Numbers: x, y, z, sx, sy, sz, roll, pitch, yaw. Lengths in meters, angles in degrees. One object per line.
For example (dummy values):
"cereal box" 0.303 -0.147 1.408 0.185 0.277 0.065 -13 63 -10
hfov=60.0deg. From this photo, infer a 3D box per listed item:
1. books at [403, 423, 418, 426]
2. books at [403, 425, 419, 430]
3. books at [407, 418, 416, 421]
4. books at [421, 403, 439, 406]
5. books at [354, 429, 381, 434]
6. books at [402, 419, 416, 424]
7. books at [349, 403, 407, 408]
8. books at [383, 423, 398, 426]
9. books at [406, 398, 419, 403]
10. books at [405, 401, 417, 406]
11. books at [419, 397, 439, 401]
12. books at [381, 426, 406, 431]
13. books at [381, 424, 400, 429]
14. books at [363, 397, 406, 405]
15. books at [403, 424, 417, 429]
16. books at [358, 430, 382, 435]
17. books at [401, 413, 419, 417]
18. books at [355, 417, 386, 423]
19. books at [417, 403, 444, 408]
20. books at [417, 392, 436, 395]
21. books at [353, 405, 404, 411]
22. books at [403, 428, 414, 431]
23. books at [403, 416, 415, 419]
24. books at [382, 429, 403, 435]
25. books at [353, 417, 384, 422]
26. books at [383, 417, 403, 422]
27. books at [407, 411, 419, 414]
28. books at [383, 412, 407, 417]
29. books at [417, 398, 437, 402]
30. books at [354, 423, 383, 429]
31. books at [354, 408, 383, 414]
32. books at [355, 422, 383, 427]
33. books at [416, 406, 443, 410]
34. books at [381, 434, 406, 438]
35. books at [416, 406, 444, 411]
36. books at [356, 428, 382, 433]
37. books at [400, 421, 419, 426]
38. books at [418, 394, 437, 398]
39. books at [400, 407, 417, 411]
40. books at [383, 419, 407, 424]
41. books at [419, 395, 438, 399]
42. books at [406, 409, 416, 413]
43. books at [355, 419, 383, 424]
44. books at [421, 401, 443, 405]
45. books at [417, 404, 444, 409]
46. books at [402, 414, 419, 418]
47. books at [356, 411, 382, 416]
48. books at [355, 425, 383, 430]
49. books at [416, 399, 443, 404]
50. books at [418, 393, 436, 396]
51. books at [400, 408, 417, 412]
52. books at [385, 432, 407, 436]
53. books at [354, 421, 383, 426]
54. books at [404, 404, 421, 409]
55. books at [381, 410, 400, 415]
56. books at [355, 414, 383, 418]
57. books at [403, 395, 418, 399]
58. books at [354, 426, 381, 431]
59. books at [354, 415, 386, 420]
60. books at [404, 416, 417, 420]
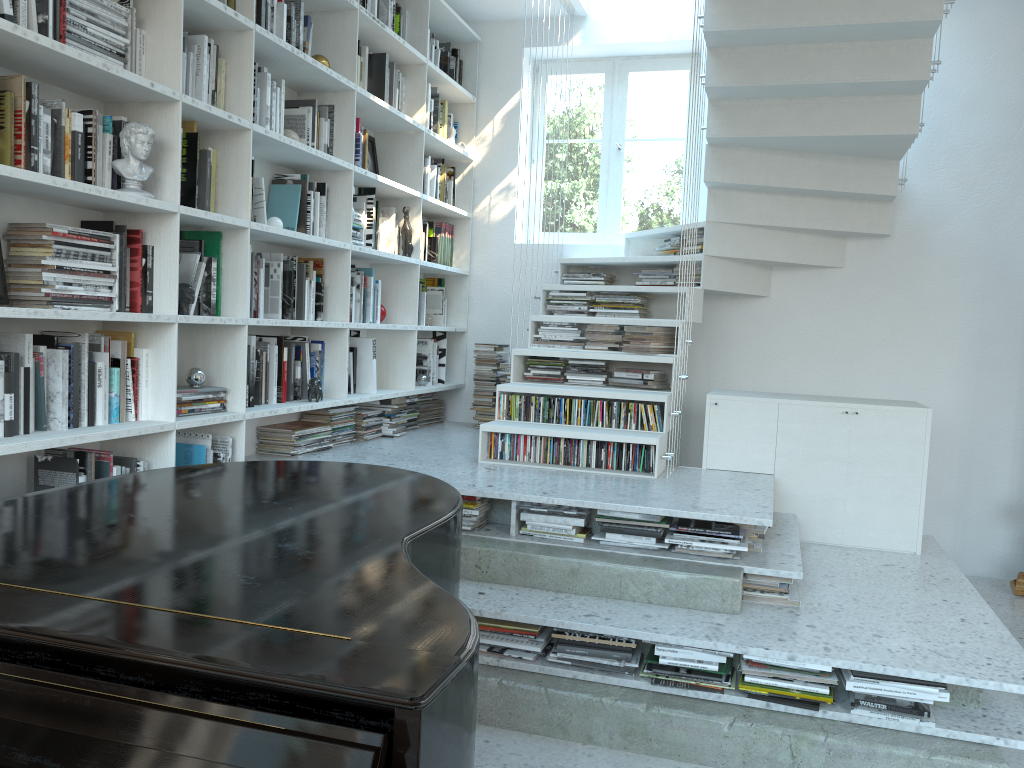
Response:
"books" -0.725 0.239 5.268 0.201 0.009 0.359 4 4 17
"books" -0.715 0.257 5.266 0.202 0.009 0.320 4 4 21
"books" -0.720 0.212 5.265 0.202 0.009 0.320 4 4 14
"books" -0.604 0.121 5.645 0.207 0.008 0.327 4 4 18
"books" -0.835 0.248 4.894 0.207 0.008 0.327 4 4 15
"books" -0.723 0.221 5.266 0.202 0.009 0.320 4 4 15
"books" -0.752 0.114 4.998 0.285 0.012 0.159 3 4 12
"books" -0.754 0.218 5.015 0.209 0.013 0.149 4 4 19
"books" -0.714 0.095 5.259 0.198 0.017 0.354 4 4 18
"books" -0.710 0.112 5.259 0.199 0.018 0.315 3 4 12
"books" -0.598 0.088 5.639 0.159 0.009 0.285 4 4 19
"books" -0.759 0.241 5.004 0.281 0.008 0.167 3 4 12
"books" -0.759 0.231 5.003 0.206 0.012 0.183 4 4 15
"books" -0.755 0.087 4.982 0.266 0.036 0.204 4 4 17
"books" -0.713 0.248 5.265 0.201 0.009 0.359 3 4 11
"books" -0.838 0.255 4.895 0.207 0.008 0.327 4 4 16
"books" -0.716 0.177 5.263 0.198 0.009 0.354 4 4 19
"books" -0.830 0.188 4.888 0.207 0.008 0.327 4 4 18
"books" -0.599 0.129 5.643 0.205 0.007 0.367 4 4 20
"books" -0.604 0.052 5.638 0.159 0.009 0.285 4 4 16
"books" -0.753 0.132 5.001 0.243 0.015 0.164 4 4 19
"books" -0.725 0.266 5.270 0.202 0.009 0.320 4 4 15
"books" -0.717 0.194 5.264 0.198 0.009 0.353 3 4 13
"books" -0.757 0.257 5.016 0.244 0.025 0.160 4 4 15
"books" -0.833 0.180 4.888 0.205 0.007 0.367 4 4 15
"books" -0.754 0.190 5.011 0.235 0.014 0.165 4 4 16
"books" -0.711 0.168 5.261 0.199 0.009 0.315 4 4 21
"books" -0.754 0.164 5.005 0.282 0.010 0.169 4 4 15
"books" -0.599 0.097 5.640 0.161 0.009 0.254 4 4 19
"books" -0.835 0.218 4.891 0.205 0.007 0.367 4 4 17
"books" -0.828 0.141 4.884 0.205 0.007 0.367 4 4 18
"books" -0.834 0.210 4.891 0.207 0.008 0.327 4 4 17
"books" -0.600 0.144 5.644 0.207 0.008 0.327 4 4 22
"books" -0.759 0.284 5.014 0.278 0.012 0.158 4 4 19
"books" -0.606 0.151 5.647 0.205 0.007 0.367 4 4 24
"books" -0.830 0.241 4.891 0.205 0.007 0.367 3 4 13
"books" -0.718 0.230 5.265 0.201 0.009 0.359 4 4 19
"books" -0.605 0.070 5.640 0.159 0.009 0.285 4 4 16
"books" -0.717 0.142 5.261 0.198 0.009 0.353 4 4 14
"books" -0.755 0.201 5.008 0.292 0.008 0.158 4 4 19
"books" -0.596 0.079 5.638 0.161 0.009 0.254 4 4 20
"books" -0.715 0.159 5.262 0.199 0.009 0.315 3 4 13
"books" -0.828 0.196 4.888 0.207 0.008 0.327 3 4 13
"books" -0.606 0.113 5.645 0.207 0.008 0.327 4 4 25
"books" -0.597 0.136 5.643 0.207 0.008 0.327 4 4 21
"books" -0.714 0.186 5.263 0.199 0.009 0.315 4 4 20
"books" -0.820 0.149 4.882 0.205 0.007 0.367 3 4 11
"books" -0.832 0.225 4.891 0.207 0.008 0.327 4 4 14
"books" -0.595 0.106 5.641 0.207 0.008 0.327 4 4 21
"books" -0.602 0.061 5.638 0.161 0.009 0.254 4 4 15
"books" -0.715 0.151 5.261 0.198 0.009 0.353 3 4 13
"books" -0.755 0.273 5.023 0.291 0.008 0.131 3 4 12
"books" -0.828 0.203 4.888 0.205 0.007 0.367 4 4 19
"books" -0.708 0.130 5.260 0.198 0.017 0.354 4 4 21
"books" -0.755 0.149 4.996 0.196 0.019 0.173 4 4 21
"books" -0.829 0.164 4.886 0.207 0.008 0.327 4 4 18
"books" -0.720 0.077 5.260 0.198 0.017 0.354 4 4 16
"books" -0.832 0.233 4.892 0.207 0.008 0.327 4 4 18
"books" -0.821 0.173 4.885 0.207 0.008 0.327 4 4 21
"books" -0.723 0.202 5.265 0.201 0.009 0.359 4 4 15
